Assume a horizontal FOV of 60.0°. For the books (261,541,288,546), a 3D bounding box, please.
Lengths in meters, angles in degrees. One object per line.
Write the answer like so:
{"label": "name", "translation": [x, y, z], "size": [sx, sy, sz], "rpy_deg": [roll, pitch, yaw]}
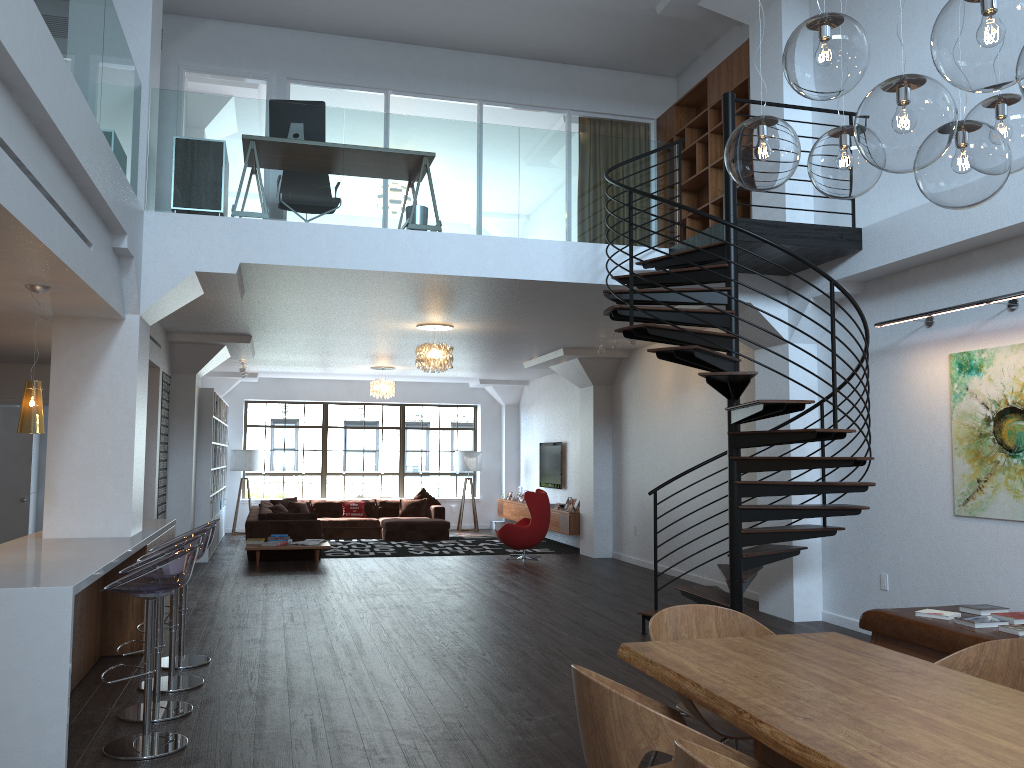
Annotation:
{"label": "books", "translation": [-3.216, 2.158, 11.997], "size": [0.236, 0.035, 0.340], "rpy_deg": [-1, -5, 10]}

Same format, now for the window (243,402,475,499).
{"label": "window", "translation": [-3.016, 1.366, 18.042], "size": [4.648, 1.905, 0.114], "rpy_deg": [2, -5, -15]}

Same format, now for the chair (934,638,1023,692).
{"label": "chair", "translation": [1.626, 1.315, 3.009], "size": [0.617, 0.830, 0.629], "rpy_deg": [2, -5, -15]}

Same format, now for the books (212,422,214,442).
{"label": "books", "translation": [-4.386, 0.691, 12.761], "size": [0.176, 0.290, 0.053], "rpy_deg": [2, -5, -15]}

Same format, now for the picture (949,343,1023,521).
{"label": "picture", "translation": [3.424, 0.330, 6.080], "size": [0.010, 1.200, 1.095], "rpy_deg": [2, -5, -15]}

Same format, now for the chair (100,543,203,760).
{"label": "chair", "translation": [-1.848, 1.329, 4.524], "size": [0.481, 1.014, 0.530], "rpy_deg": [1, -5, -13]}

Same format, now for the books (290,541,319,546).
{"label": "books", "translation": [-2.826, 2.166, 12.092], "size": [0.342, 0.040, 0.231], "rpy_deg": [-2, -5, 25]}

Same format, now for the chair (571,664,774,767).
{"label": "chair", "translation": [0.481, 1.286, 2.709], "size": [0.618, 0.833, 0.629], "rpy_deg": [2, -5, -17]}

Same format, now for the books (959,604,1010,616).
{"label": "books", "translation": [3.166, 1.513, 5.943], "size": [0.254, 0.044, 0.183], "rpy_deg": [2, -5, -20]}

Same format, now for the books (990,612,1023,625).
{"label": "books", "translation": [3.231, 1.486, 5.631], "size": [0.283, 0.043, 0.197], "rpy_deg": [2, -5, -16]}

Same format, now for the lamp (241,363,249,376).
{"label": "lamp", "translation": [-4.455, -0.237, 14.719], "size": [0.111, 0.211, 0.120], "rpy_deg": [-3, -6, 34]}

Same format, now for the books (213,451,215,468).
{"label": "books", "translation": [-4.535, 1.126, 13.233], "size": [0.182, 0.253, 0.034], "rpy_deg": [2, -5, -15]}

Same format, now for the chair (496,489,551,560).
{"label": "chair", "translation": [0.171, 2.049, 13.055], "size": [0.801, 1.006, 0.798], "rpy_deg": [-1, -5, 10]}

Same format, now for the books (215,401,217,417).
{"label": "books", "translation": [-4.524, 0.381, 13.291], "size": [0.182, 0.253, 0.098], "rpy_deg": [2, -5, -15]}

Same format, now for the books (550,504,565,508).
{"label": "books", "translation": [0.815, 2.074, 15.096], "size": [0.250, 0.053, 0.400], "rpy_deg": [2, -5, -15]}

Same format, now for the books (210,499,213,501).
{"label": "books", "translation": [-4.357, 1.636, 12.523], "size": [0.223, 0.027, 0.161], "rpy_deg": [1, -5, -6]}

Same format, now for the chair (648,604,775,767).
{"label": "chair", "translation": [0.868, 1.360, 3.588], "size": [0.629, 0.833, 0.618], "rpy_deg": [2, -5, -20]}

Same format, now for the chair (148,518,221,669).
{"label": "chair", "translation": [-2.353, 1.476, 6.349], "size": [0.481, 1.014, 0.530], "rpy_deg": [1, -5, -13]}

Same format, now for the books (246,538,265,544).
{"label": "books", "translation": [-3.544, 2.173, 12.263], "size": [0.241, 0.045, 0.334], "rpy_deg": [1, -5, -14]}

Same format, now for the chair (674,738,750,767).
{"label": "chair", "translation": [0.666, 1.225, 1.953], "size": [0.618, 0.833, 0.629], "rpy_deg": [2, -5, -15]}

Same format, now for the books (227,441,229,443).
{"label": "books", "translation": [-5.433, 1.081, 16.456], "size": [0.284, 0.033, 0.197], "rpy_deg": [0, -5, 0]}

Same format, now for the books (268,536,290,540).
{"label": "books", "translation": [-3.258, 2.154, 12.407], "size": [0.279, 0.035, 0.191], "rpy_deg": [1, -5, -5]}

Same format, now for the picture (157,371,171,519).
{"label": "picture", "translation": [-4.315, 1.061, 10.980], "size": [0.021, 2.380, 0.800], "rpy_deg": [2, -5, -15]}

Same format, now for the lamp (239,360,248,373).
{"label": "lamp", "translation": [-4.323, -0.277, 14.232], "size": [0.111, 0.211, 0.120], "rpy_deg": [-1, -5, 19]}

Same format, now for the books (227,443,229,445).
{"label": "books", "translation": [-5.433, 1.115, 16.453], "size": [0.284, 0.035, 0.197], "rpy_deg": [-1, -5, 15]}

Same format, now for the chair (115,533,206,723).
{"label": "chair", "translation": [-2.040, 1.377, 5.125], "size": [0.481, 1.014, 0.530], "rpy_deg": [2, -5, -17]}

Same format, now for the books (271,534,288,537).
{"label": "books", "translation": [-3.253, 2.123, 12.409], "size": [0.224, 0.027, 0.157], "rpy_deg": [1, -5, -10]}

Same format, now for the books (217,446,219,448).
{"label": "books", "translation": [-4.673, 0.983, 13.767], "size": [0.223, 0.027, 0.161], "rpy_deg": [1, -5, -6]}

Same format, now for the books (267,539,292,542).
{"label": "books", "translation": [-3.253, 2.190, 12.402], "size": [0.312, 0.037, 0.216], "rpy_deg": [3, -5, -25]}

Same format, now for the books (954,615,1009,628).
{"label": "books", "translation": [2.916, 1.476, 5.504], "size": [0.247, 0.040, 0.185], "rpy_deg": [1, -5, -12]}

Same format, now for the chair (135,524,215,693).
{"label": "chair", "translation": [-2.189, 1.427, 5.742], "size": [0.481, 1.014, 0.530], "rpy_deg": [2, -5, -17]}

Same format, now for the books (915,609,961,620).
{"label": "books", "translation": [2.784, 1.505, 5.799], "size": [0.161, 0.031, 0.223], "rpy_deg": [4, -6, -37]}

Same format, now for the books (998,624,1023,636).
{"label": "books", "translation": [3.040, 1.459, 5.264], "size": [0.224, 0.032, 0.161], "rpy_deg": [2, -5, -15]}

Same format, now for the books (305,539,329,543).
{"label": "books", "translation": [-2.765, 2.198, 12.463], "size": [0.256, 0.035, 0.350], "rpy_deg": [-1, -5, 10]}
